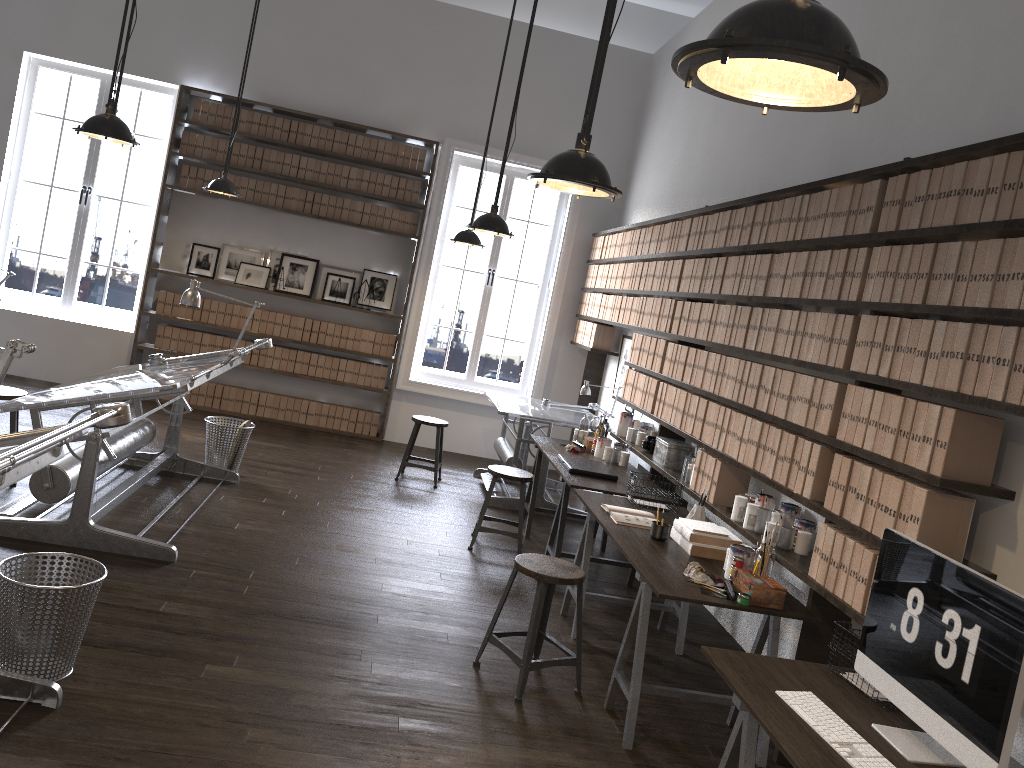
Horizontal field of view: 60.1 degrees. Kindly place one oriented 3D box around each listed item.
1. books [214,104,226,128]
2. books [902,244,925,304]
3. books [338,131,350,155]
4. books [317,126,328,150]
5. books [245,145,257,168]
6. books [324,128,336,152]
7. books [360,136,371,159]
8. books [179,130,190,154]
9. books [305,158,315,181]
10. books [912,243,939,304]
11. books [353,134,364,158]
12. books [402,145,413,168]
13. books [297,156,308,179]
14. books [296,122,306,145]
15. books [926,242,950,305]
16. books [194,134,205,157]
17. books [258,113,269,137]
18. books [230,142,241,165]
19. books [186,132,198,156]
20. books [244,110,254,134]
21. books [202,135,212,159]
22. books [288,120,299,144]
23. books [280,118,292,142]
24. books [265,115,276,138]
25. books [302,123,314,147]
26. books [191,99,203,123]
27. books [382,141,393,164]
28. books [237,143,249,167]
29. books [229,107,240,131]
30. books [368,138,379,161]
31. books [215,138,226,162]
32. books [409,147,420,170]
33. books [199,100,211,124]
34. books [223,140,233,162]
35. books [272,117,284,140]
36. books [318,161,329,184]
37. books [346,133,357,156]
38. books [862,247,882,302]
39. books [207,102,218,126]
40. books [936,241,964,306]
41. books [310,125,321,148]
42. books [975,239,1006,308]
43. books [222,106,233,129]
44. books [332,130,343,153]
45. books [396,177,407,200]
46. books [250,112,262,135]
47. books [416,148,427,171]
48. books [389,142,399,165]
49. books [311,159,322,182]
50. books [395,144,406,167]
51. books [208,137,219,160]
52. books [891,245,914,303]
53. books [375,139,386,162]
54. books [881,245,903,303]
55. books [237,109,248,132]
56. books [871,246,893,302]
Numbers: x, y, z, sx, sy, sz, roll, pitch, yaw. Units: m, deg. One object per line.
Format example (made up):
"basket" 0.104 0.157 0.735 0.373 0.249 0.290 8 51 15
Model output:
"books" -2.801 -2.568 8.539 0.066 0.225 0.175 11 4 -8
"books" 1.522 -0.376 3.192 0.174 0.225 0.067 11 3 -8
"books" -1.645 -2.350 8.689 0.067 0.225 0.175 11 4 -8
"books" -1.848 -2.389 8.669 0.066 0.225 0.175 11 4 -8
"books" -2.525 -2.193 8.598 0.066 0.225 0.175 11 4 -8
"books" -1.780 -2.376 8.676 0.066 0.225 0.175 11 4 -8
"books" -1.437 -2.312 8.724 0.066 0.225 0.175 11 4 -8
"books" -3.131 -2.307 8.516 0.066 0.225 0.175 11 4 -8
"books" -1.971 -2.088 8.670 0.066 0.225 0.175 11 4 -8
"books" 1.526 -0.368 3.118 0.174 0.225 0.067 11 3 -8
"books" -1.505 -2.324 8.711 0.066 0.225 0.175 11 4 -8
"books" -1.038 -2.237 8.778 0.066 0.225 0.175 11 4 -8
"books" -2.041 -2.102 8.658 0.067 0.225 0.175 11 4 -8
"books" -2.050 -2.427 8.640 0.066 0.225 0.175 11 4 -8
"books" 1.540 -0.358 3.045 0.174 0.225 0.067 11 3 -8
"books" -2.994 -2.281 8.528 0.067 0.225 0.175 11 4 -8
"books" -2.402 -2.493 8.592 0.066 0.225 0.175 11 4 -8
"books" -2.663 -2.219 8.578 0.066 0.225 0.175 11 4 -8
"books" -3.063 -2.294 8.523 0.066 0.225 0.175 11 4 -8
"books" -2.533 -2.517 8.573 0.066 0.225 0.175 11 4 -8
"books" -2.924 -2.267 8.540 0.066 0.225 0.175 11 4 -8
"books" -2.122 -2.440 8.625 0.067 0.225 0.175 11 4 -8
"books" -2.195 -2.454 8.621 0.066 0.225 0.175 11 4 -8
"books" -2.333 -2.480 8.601 0.066 0.225 0.175 11 4 -8
"books" -1.985 -2.414 8.642 0.066 0.225 0.175 11 4 -8
"books" -3.009 -2.606 8.503 0.067 0.225 0.175 11 4 -8
"books" -1.230 -2.272 8.749 0.066 0.225 0.175 11 4 -8
"books" -2.594 -2.205 8.584 0.066 0.225 0.175 11 4 -8
"books" -2.664 -2.542 8.552 0.067 0.225 0.175 11 4 -8
"books" -1.369 -2.299 8.732 0.066 0.225 0.175 11 4 -8
"books" -2.797 -2.243 8.554 0.067 0.225 0.175 11 4 -8
"books" -0.969 -2.224 8.787 0.066 0.225 0.175 11 4 -8
"books" -2.938 -2.593 8.513 0.066 0.225 0.175 11 4 -8
"books" -2.732 -2.232 8.569 0.066 0.225 0.175 11 4 -8
"books" -2.264 -2.467 8.607 0.066 0.225 0.175 11 4 -8
"books" -1.844 -2.064 8.684 0.067 0.225 0.175 11 4 -8
"books" -1.575 -2.337 8.698 0.066 0.225 0.175 11 4 -8
"books" 1.485 -0.409 3.463 0.174 0.225 0.067 11 3 -8
"books" -2.868 -2.580 8.526 0.066 0.225 0.175 11 4 -8
"books" 1.544 -0.351 2.974 0.174 0.225 0.067 11 3 -8
"books" -1.915 -2.401 8.655 0.066 0.225 0.175 11 4 -8
"books" 1.568 -0.326 2.766 0.174 0.225 0.067 11 3 -8
"books" -2.733 -2.555 8.546 0.066 0.225 0.175 11 4 -8
"books" -1.707 -2.362 8.685 0.066 0.225 0.175 11 4 -8
"books" -1.098 -1.924 8.786 0.067 0.225 0.175 11 4 -8
"books" -2.467 -2.504 8.577 0.067 0.225 0.175 11 4 -8
"books" -0.900 -2.210 8.792 0.066 0.225 0.175 11 4 -8
"books" -1.169 -2.261 8.759 0.066 0.225 0.175 11 4 -8
"books" -1.910 -2.077 8.680 0.066 0.225 0.175 11 4 -8
"books" -1.103 -2.248 8.763 0.067 0.225 0.175 11 4 -8
"books" -2.863 -2.256 8.550 0.066 0.225 0.175 11 4 -8
"books" 1.512 -0.384 3.257 0.174 0.225 0.067 11 3 -8
"books" -1.300 -2.285 8.737 0.067 0.225 0.175 11 4 -8
"books" 1.500 -0.392 3.319 0.174 0.225 0.067 11 3 -8
"books" -2.594 -2.529 8.563 0.066 0.225 0.175 11 4 -8
"books" 1.491 -0.401 3.391 0.174 0.225 0.067 11 3 -8
